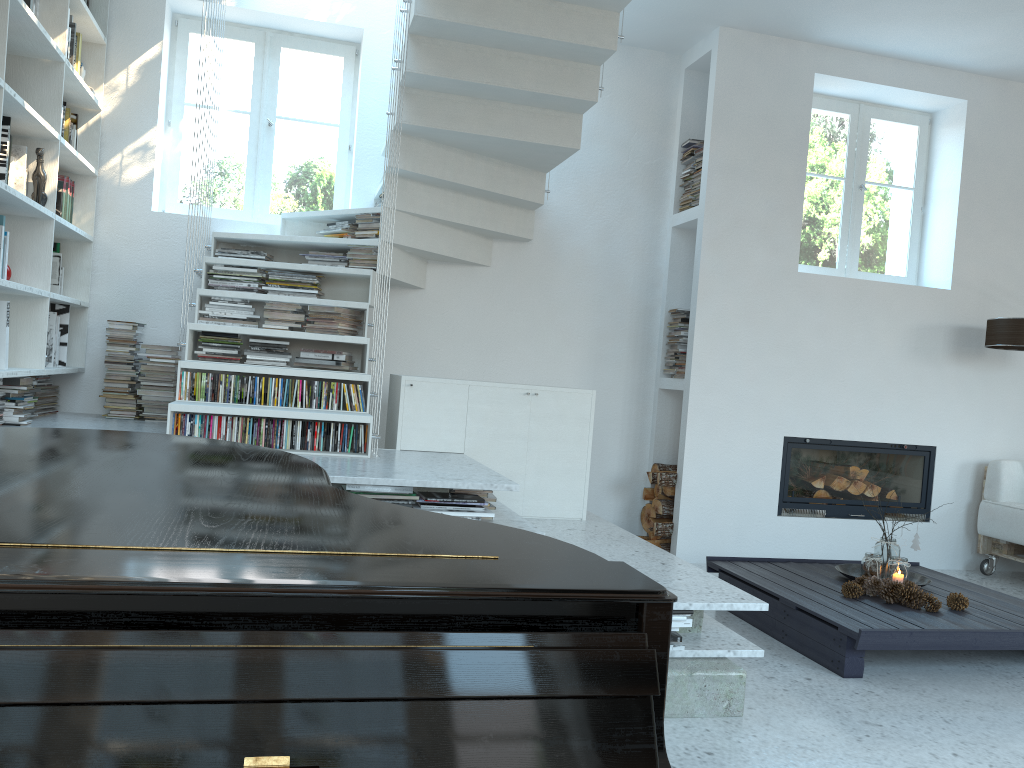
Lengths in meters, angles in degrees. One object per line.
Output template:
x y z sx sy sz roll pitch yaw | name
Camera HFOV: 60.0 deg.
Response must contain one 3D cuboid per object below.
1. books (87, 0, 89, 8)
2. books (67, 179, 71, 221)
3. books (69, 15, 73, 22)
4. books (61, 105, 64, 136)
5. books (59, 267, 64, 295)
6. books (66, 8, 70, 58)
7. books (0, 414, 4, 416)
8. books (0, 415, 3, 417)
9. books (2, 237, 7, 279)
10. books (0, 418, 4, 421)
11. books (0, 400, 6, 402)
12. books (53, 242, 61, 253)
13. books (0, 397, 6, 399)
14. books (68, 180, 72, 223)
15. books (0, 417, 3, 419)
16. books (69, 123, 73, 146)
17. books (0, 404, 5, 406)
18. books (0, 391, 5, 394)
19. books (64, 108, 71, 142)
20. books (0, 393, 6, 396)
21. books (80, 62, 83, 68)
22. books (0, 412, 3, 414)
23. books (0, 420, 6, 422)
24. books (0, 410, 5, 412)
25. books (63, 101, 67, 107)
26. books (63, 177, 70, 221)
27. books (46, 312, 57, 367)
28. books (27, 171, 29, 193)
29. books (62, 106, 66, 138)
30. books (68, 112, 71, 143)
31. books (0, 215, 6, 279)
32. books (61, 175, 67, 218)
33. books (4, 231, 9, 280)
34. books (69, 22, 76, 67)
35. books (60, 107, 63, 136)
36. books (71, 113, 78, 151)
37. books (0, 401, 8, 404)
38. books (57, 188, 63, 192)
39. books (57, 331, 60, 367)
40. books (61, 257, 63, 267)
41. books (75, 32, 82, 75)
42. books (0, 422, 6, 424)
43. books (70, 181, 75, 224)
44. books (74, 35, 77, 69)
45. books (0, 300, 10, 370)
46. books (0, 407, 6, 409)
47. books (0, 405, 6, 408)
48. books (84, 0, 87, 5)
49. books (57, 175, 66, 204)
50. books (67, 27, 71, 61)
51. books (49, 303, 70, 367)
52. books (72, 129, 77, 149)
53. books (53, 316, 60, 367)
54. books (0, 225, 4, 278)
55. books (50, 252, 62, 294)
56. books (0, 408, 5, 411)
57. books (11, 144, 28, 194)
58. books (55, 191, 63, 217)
-2.439 -2.055 4.888 0.187 0.237 0.025 4 1 -14 | books
-2.508 -0.982 4.834 0.169 0.293 0.018 4 1 -14 | books
-2.282 -1.699 4.422 0.152 0.296 0.022 4 1 -14 | books
-2.431 -1.326 4.596 0.184 0.258 0.023 4 1 -14 | books
-2.565 -0.562 4.887 0.167 0.181 0.028 4 1 -14 | books
-2.221 -1.676 4.226 0.189 0.263 0.026 4 1 -14 | books
-2.374 0.131 3.922 0.206 0.007 0.367 4 1 -17 | books
-2.381 0.138 3.921 0.207 0.008 0.327 4 1 -15 | books
-2.289 -0.540 3.818 0.189 0.201 0.030 4 1 -14 | books
-2.382 0.153 3.921 0.206 0.007 0.367 4 1 -13 | books
-2.376 0.070 3.919 0.206 0.007 0.367 4 1 -15 | books
-2.587 -0.631 4.920 0.129 0.315 0.013 4 1 -14 | books
-2.371 0.054 3.919 0.207 0.008 0.327 4 1 -12 | books
-2.516 -0.983 4.869 0.169 0.293 0.018 4 1 -14 | books
-2.384 0.145 3.920 0.207 0.008 0.327 4 1 -14 | books
-2.465 -1.306 4.758 0.188 0.211 0.025 4 1 -14 | books
-2.371 0.085 3.921 0.207 0.008 0.327 4 1 -17 | books
-2.370 0.031 3.919 0.206 0.007 0.367 4 1 -12 | books
-2.456 -1.338 4.711 0.188 0.277 0.013 4 1 -14 | books
-2.361 0.039 3.921 0.206 0.007 0.367 4 1 -19 | books
-2.472 -1.679 4.901 0.170 0.216 0.011 4 1 -14 | books
-2.377 0.123 3.921 0.207 0.008 0.327 4 1 -12 | books
-2.377 0.161 3.923 0.207 0.008 0.327 4 1 -11 | books
-2.376 0.115 3.921 0.207 0.008 0.327 4 1 -16 | books
-2.495 -1.369 4.794 0.140 0.330 0.013 4 1 -14 | books
-2.486 -0.980 4.783 0.169 0.293 0.018 4 1 -14 | books
-2.432 -0.233 4.548 0.159 0.285 0.012 4 1 -14 | books
-2.332 -0.904 4.099 0.166 0.179 0.027 4 1 -14 | books
-2.456 -1.341 4.697 0.151 0.283 0.012 4 1 -14 | books
-2.458 -1.334 4.731 0.173 0.268 0.028 4 1 -14 | books
-2.273 -0.583 3.781 0.181 0.290 0.026 4 1 -14 | books
-2.493 -0.980 4.756 0.169 0.294 0.033 4 1 -14 | books
-2.309 -0.559 3.879 0.181 0.235 0.025 4 1 -14 | books
-2.273 -1.677 4.402 0.189 0.254 0.023 4 1 -14 | books
-2.417 -1.318 4.565 0.177 0.245 0.045 4 1 -14 | books
-2.499 -1.351 4.884 0.186 0.292 0.042 4 1 -14 | books
-2.373 0.078 3.920 0.207 0.008 0.327 4 1 -12 | books
-2.476 -0.936 4.682 0.167 0.217 0.088 4 1 -14 | books
-2.463 -0.188 4.634 0.176 0.188 0.024 4 1 -14 | books
-2.578 -0.591 4.906 0.152 0.237 0.022 4 1 -14 | books
-2.328 -1.676 4.506 0.248 0.242 0.042 4 1 -14 | books
-2.375 0.169 3.924 0.207 0.008 0.327 4 1 -18 | books
-2.520 -0.984 4.906 0.169 0.293 0.018 4 1 -14 | books
-2.300 -1.664 4.486 0.174 0.222 0.013 4 1 -14 | books
-2.251 -0.214 3.709 0.255 0.291 0.075 4 1 -14 | books
-2.378 0.100 3.920 0.207 0.008 0.327 4 1 -13 | books
-2.371 0.093 3.921 0.206 0.007 0.367 4 1 -11 | books
-2.416 -2.077 4.821 0.189 0.286 0.014 4 1 -14 | books
-2.485 -0.977 4.720 0.169 0.291 0.072 4 1 -14 | books
-2.246 -1.644 4.297 0.190 0.193 0.024 4 1 -14 | books
-2.459 -0.262 4.710 0.185 0.336 0.010 4 1 -14 | books
-2.485 -1.300 4.834 0.192 0.195 0.029 4 1 -14 | books
-2.444 -0.225 4.597 0.168 0.266 0.031 4 1 -14 | books
-2.265 -0.559 3.759 0.189 0.244 0.023 4 1 -14 | books
-2.564 -0.598 4.865 0.161 0.254 0.012 4 1 -14 | books
-2.379 0.108 3.920 0.206 0.007 0.367 4 1 -13 | books
-2.297 -0.946 3.991 0.191 0.271 0.021 4 1 -14 | books
-2.442 -0.918 4.606 0.191 0.181 0.024 4 1 -14 | books
